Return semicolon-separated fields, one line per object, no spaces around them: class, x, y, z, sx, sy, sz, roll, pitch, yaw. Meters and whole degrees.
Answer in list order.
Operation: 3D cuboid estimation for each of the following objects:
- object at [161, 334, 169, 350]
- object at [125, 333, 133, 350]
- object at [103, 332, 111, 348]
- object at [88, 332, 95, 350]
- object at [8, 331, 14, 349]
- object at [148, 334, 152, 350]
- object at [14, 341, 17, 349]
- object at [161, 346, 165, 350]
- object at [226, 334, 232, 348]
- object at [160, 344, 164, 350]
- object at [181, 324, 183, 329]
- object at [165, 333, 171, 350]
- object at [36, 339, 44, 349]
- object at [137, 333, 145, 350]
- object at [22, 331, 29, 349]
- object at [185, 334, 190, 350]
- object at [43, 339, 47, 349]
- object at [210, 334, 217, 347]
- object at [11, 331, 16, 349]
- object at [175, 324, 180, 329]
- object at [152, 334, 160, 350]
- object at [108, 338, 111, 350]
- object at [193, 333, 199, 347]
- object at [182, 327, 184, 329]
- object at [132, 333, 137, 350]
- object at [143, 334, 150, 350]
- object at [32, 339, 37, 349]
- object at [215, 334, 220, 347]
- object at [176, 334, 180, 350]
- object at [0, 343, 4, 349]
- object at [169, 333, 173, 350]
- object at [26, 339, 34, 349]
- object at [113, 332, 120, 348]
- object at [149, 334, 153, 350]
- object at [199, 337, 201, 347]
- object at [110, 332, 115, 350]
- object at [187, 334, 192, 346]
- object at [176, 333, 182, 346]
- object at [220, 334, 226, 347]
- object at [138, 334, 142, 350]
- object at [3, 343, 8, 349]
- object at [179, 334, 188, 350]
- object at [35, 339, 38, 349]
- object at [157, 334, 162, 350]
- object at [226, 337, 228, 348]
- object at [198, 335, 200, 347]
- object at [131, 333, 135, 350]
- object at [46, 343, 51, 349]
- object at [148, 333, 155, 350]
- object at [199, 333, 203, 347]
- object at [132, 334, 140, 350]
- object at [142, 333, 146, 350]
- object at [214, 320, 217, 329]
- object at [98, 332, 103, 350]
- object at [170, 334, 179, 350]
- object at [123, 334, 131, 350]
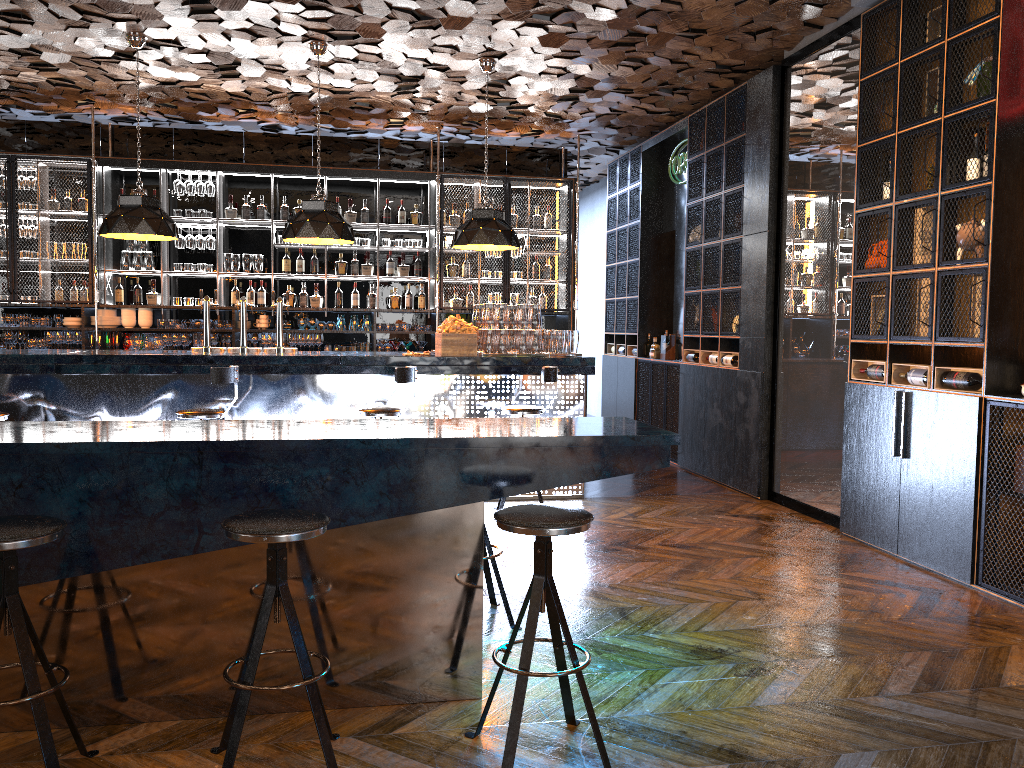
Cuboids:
object;-3.653;-0.422;9.343;0.084;0.216;0.084;-1;4;-23
object;-4.041;-0.427;9.363;0.082;0.213;0.082;-1;4;-19
object;-4.230;-0.431;9.262;0.073;0.229;0.073;-1;4;-23
object;-4.369;-0.429;9.214;0.073;0.229;0.073;-1;4;-23
object;-5.163;-0.433;9.112;0.077;0.229;0.088;4;5;38
object;-3.852;-0.426;9.398;0.082;0.213;0.082;-2;4;-32
object;-5.200;-0.444;9.282;0.077;0.229;0.088;-2;5;-37
object;-3.788;-0.438;9.592;0.082;0.213;0.082;-1;4;-20
object;-3.033;-0.426;9.506;0.071;0.217;0.071;1;4;-3
object;-3.773;-0.432;9.505;0.082;0.213;0.082;-1;4;-23
object;-3.550;-0.616;9.489;0.049;0.048;0.044;-1;4;-24
object;-3.674;-0.431;9.475;0.084;0.216;0.084;1;4;1
object;-4.863;-0.389;9.141;0.074;0.146;0.065;0;4;-17
object;-3.961;-0.432;9.468;0.082;0.213;0.082;1;4;10
object;-5.084;-0.440;9.249;0.088;0.229;0.077;0;4;-10
object;-3.500;-0.431;9.512;0.084;0.216;0.084;3;4;31
object;-4.885;-0.396;9.245;0.065;0.146;0.074;1;4;12
object;-3.193;-0.425;9.457;0.092;0.218;0.092;4;5;39
object;-5.183;-0.438;9.191;0.077;0.229;0.088;1;4;4
object;-3.535;-0.609;9.383;0.049;0.048;0.044;3;4;31
object;-3.745;-0.421;9.327;0.082;0.213;0.082;2;4;19
object;-4.265;-0.439;9.391;0.073;0.229;0.073;-1;4;-23
object;-3.363;-0.429;9.432;0.071;0.226;0.071;-2;5;-39
object;-3.575;-0.623;9.594;0.049;0.048;0.044;2;4;25
object;-4.077;-0.438;9.535;0.082;0.213;0.082;-2;5;-35
object;-3.837;-0.421;9.312;0.082;0.213;0.082;2;4;22
object;-4.978;-0.396;9.219;0.065;0.146;0.074;1;4;1
object;-3.198;-0.432;9.566;0.092;0.218;0.092;4;5;39
object;-3.583;-0.431;9.489;0.084;0.216;0.084;-1;4;-19
object;-5.280;-0.371;9.122;0.093;0.101;0.093;1;4;9
object;-3.704;-0.440;9.608;0.084;0.216;0.084;3;4;27
object;-4.956;-0.389;9.117;0.074;0.146;0.065;-2;5;-35
object;-4.133;-0.430;9.277;0.073;0.229;0.073;-1;4;-23
object;-3.869;-0.432;9.486;0.082;0.213;0.082;2;4;21
object;-3.395;-0.441;9.606;0.071;0.226;0.071;-2;5;-39
object;-4.198;-0.435;9.338;0.073;0.229;0.073;-1;4;-23
object;-3.524;-0.440;9.644;0.084;0.216;0.084;1;4;11
object;-3.612;-0.440;9.620;0.084;0.216;0.084;0;4;-12
object;-3.101;-0.428;9.531;0.071;0.217;0.071;1;4;-3
object;-3.951;-0.426;9.377;0.082;0.213;0.082;-2;5;-35
object;-5.295;-0.378;9.222;0.093;0.101;0.093;1;4;3
object;-3.472;-0.422;9.378;0.084;0.216;0.084;3;4;31
object;-4.997;-0.402;9.314;0.065;0.146;0.074;2;4;18
object;-3.757;-0.427;9.418;0.082;0.213;0.082;-1;4;-30
object;-3.089;-0.434;9.619;0.071;0.217;0.071;1;4;-3
object;-3.381;-0.435;9.514;0.071;0.226;0.071;-2;5;-39
object;-4.056;-0.432;9.449;0.082;0.213;0.082;4;5;38
object;-4.901;-0.403;9.346;0.074;0.146;0.065;1;4;11
object;-3.884;-0.438;9.574;0.082;0.213;0.082;0;4;-12
object;-3.284;-0.427;9.407;0.071;0.226;0.071;-2;5;-39
object;-3.939;-0.421;9.292;0.082;0.213;0.082;2;4;18
object;-3.982;-0.438;9.552;0.082;0.213;0.082;2;4;19
object;-3.152;-0.639;9.537;0.095;0.096;0.095;0;4;-11
object;-4.323;-0.434;9.295;0.073;0.229;0.073;-1;4;-23
object;-3.560;-0.422;9.360;0.084;0.216;0.084;1;4;4
object;-4.026;-0.421;9.274;0.082;0.213;0.082;2;4;18
